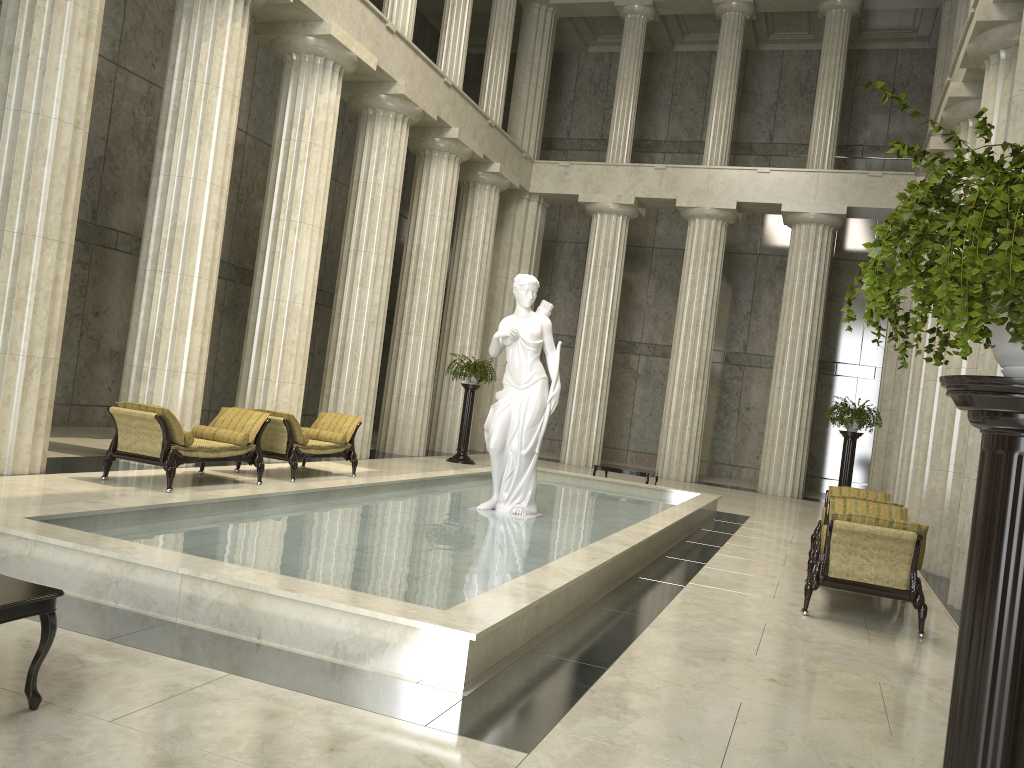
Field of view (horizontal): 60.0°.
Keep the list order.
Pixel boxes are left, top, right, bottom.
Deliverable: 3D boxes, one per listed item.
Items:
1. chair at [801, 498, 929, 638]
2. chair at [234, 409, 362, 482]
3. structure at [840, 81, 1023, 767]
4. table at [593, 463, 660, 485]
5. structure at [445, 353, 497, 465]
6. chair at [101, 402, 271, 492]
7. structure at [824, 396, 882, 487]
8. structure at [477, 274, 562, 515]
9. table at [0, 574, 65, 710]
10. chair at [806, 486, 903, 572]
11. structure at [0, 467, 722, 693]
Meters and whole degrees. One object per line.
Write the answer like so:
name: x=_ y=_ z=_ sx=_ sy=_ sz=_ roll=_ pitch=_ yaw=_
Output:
chair: x=3.305 y=1.628 z=8.330 sx=0.993 sy=0.950 sz=2.172 roll=7 pitch=-1 yaw=20
chair: x=-3.133 y=0.883 z=13.255 sx=0.993 sy=0.950 sz=2.172 roll=7 pitch=-1 yaw=20
structure: x=1.211 y=0.535 z=2.073 sx=1.053 sy=2.386 sz=1.159 roll=8 pitch=-1 yaw=-41
table: x=2.170 y=1.852 z=16.939 sx=1.134 sy=0.494 sz=1.123 roll=7 pitch=-1 yaw=18
structure: x=-0.964 y=0.537 z=19.439 sx=1.159 sy=2.386 sz=1.053 roll=7 pitch=-1 yaw=14
chair: x=-3.950 y=0.741 z=10.930 sx=0.993 sy=0.950 sz=2.172 roll=7 pitch=-1 yaw=20
structure: x=6.361 y=1.432 z=16.805 sx=1.053 sy=2.386 sz=1.159 roll=7 pitch=-1 yaw=24
structure: x=0.096 y=0.198 z=10.593 sx=0.940 sy=3.044 sz=0.729 roll=7 pitch=-1 yaw=14
table: x=-2.582 y=1.025 z=3.404 sx=1.134 sy=0.494 sz=1.123 roll=7 pitch=-1 yaw=18
chair: x=4.121 y=1.770 z=10.654 sx=0.993 sy=0.950 sz=2.172 roll=7 pitch=-1 yaw=20
structure: x=-0.056 y=1.644 z=10.586 sx=3.754 sy=0.508 sz=11.573 roll=7 pitch=-1 yaw=20
